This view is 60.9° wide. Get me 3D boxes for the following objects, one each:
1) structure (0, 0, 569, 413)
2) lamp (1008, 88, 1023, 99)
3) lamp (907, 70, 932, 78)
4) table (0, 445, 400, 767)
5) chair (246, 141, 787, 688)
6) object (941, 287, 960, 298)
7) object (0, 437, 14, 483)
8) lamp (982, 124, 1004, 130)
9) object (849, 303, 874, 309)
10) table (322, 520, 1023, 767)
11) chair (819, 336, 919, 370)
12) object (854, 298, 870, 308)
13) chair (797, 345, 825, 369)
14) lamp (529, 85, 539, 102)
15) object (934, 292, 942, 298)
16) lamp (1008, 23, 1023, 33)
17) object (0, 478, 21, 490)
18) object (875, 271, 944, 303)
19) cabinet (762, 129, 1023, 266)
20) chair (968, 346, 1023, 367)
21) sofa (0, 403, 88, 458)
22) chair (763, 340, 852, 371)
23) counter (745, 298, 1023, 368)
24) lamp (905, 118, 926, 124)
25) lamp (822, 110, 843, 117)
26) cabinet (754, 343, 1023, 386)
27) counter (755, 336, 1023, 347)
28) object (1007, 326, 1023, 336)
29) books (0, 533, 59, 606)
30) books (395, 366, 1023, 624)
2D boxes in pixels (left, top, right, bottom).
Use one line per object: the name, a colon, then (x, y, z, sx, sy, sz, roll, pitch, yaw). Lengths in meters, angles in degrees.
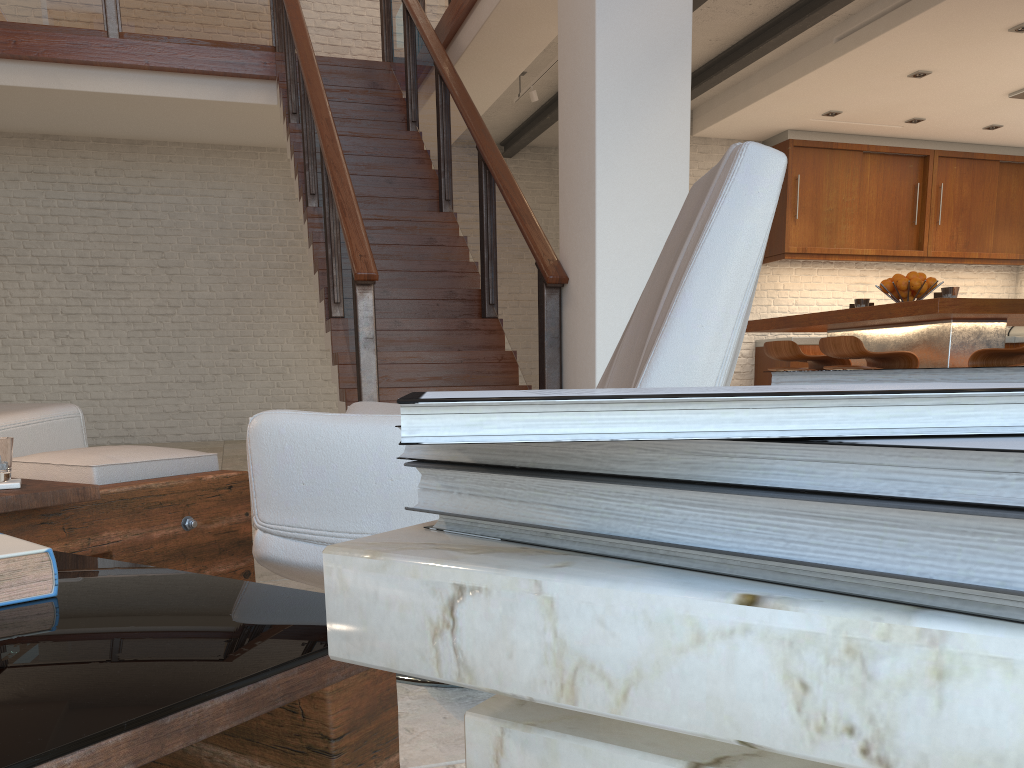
structure: (0.687, -1.560, 4.507, 13.819, 4.233, 9.992, -1, 2, -17)
lamp: (4.387, -2.315, 7.079, 0.449, 0.174, 0.443, -2, 2, -18)
lamp: (3.119, -2.388, 6.668, 0.123, 0.056, 0.122, -2, 2, -18)
table: (-1.062, 0.381, 1.214, 1.962, 0.438, 2.174, 0, 1, 34)
chair: (0.035, 0.070, 1.851, 0.972, 1.039, 1.004, -1, 6, -1)
object: (2.357, -0.475, 4.694, 0.091, 0.086, 0.089, -1, 5, -3)
object: (-1.009, 0.148, 1.683, 0.090, 0.086, 0.089, 2, 6, 32)
lamp: (4.505, -2.423, 8.164, 0.123, 0.056, 0.122, -2, 2, -18)
object: (2.192, -0.464, 5.470, 0.094, 0.084, 0.112, -3, 4, -18)
table: (0.252, 0.326, 0.540, 0.493, 0.516, 0.486, 3, 7, 32)
chair: (1.910, 0.131, 4.807, 0.421, 0.793, 0.395, -4, 9, -17)
object: (2.139, -0.475, 5.332, 0.091, 0.086, 0.089, -3, 6, -20)
chair: (2.091, 0.120, 5.993, 0.403, 0.793, 0.412, -4, 9, -17)
lamp: (0.173, -2.304, 6.947, 0.059, 0.132, 0.085, 7, 11, 42)
object: (2.391, -0.464, 4.836, 0.093, 0.084, 0.112, 2, 5, 27)
lamp: (3.400, -2.388, 5.798, 0.123, 0.056, 0.122, -2, 2, -18)
object: (-1.092, 0.186, 1.681, 0.269, 0.035, 0.246, -1, 1, 44)
object: (2.312, -0.534, 5.082, 0.364, 0.227, 0.358, 2, 4, 38)
cabinet: (4.115, -1.819, 8.915, 3.333, 1.196, 0.450, -2, 9, -17)
chair: (2.607, 0.121, 4.396, 0.403, 0.793, 0.412, -4, 9, -17)
sofa: (-2.463, 0.235, 2.209, 1.139, 0.772, 2.296, 1, 2, 33)
chair: (1.747, 0.131, 5.311, 0.421, 0.793, 0.395, -4, 9, -17)
counter: (2.973, 0.031, 5.390, 2.490, 0.941, 1.658, -2, 3, -17)
lamp: (3.655, -2.406, 7.902, 0.123, 0.056, 0.122, -2, 2, -18)
lamp: (2.805, -2.389, 7.639, 0.123, 0.056, 0.122, -2, 2, -18)
cabinet: (4.861, -0.984, 8.005, 4.755, 2.895, 2.231, 1, 7, 36)
counter: (4.606, -0.443, 7.739, 3.324, 0.071, 3.467, -1, 0, -18)
object: (5.632, -0.590, 9.500, 0.249, 0.163, 0.339, -2, 3, -18)
books: (-0.719, 0.216, 1.002, 0.324, 0.057, 0.252, 0, 1, 43)
books: (0.192, 0.032, 0.468, 0.564, 0.081, 0.385, -1, 1, -33)
